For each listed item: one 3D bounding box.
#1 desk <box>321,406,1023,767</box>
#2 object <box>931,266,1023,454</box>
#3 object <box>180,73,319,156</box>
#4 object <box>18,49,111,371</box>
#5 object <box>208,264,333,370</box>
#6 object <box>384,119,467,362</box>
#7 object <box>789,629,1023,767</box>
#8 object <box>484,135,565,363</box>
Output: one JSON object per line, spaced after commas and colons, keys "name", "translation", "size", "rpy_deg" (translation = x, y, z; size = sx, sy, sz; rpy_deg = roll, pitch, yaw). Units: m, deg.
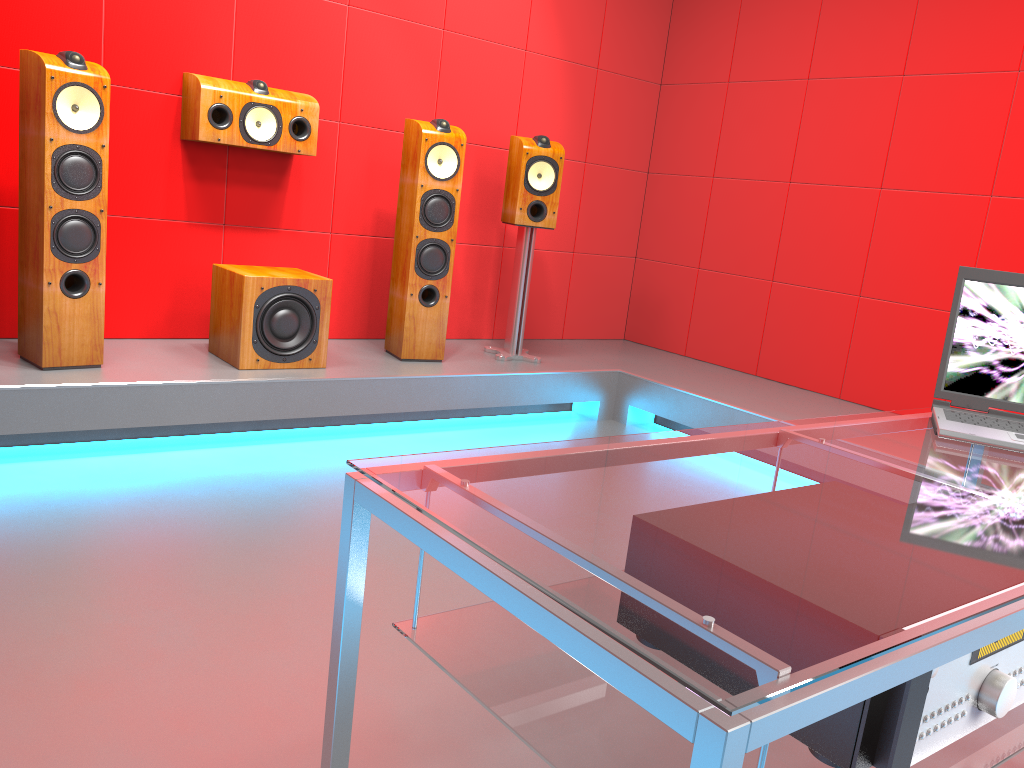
{"name": "desk", "translation": [0.531, 0.462, 1.312], "size": [1.617, 0.690, 0.594], "rpy_deg": [-2, 15, -38]}
{"name": "object", "translation": [0.943, -0.036, 1.537], "size": [0.342, 0.285, 0.340], "rpy_deg": [11, 12, 21]}
{"name": "object", "translation": [-1.074, -1.111, 3.655], "size": [0.493, 0.271, 0.235], "rpy_deg": [-2, 15, -38]}
{"name": "object", "translation": [-1.535, -0.586, 3.034], "size": [0.238, 1.052, 0.203], "rpy_deg": [17, 15, 41]}
{"name": "object", "translation": [-0.973, -0.272, 3.564], "size": [0.360, 0.360, 0.360], "rpy_deg": [-2, 15, -38]}
{"name": "object", "translation": [-0.387, -0.635, 3.944], "size": [0.203, 1.052, 0.238], "rpy_deg": [1, 13, -28]}
{"name": "object", "translation": [0.419, 0.276, 1.083], "size": [0.431, 0.158, 0.371], "rpy_deg": [-2, 15, -38]}
{"name": "object", "translation": [0.062, -0.649, 4.260], "size": [0.231, 1.058, 0.265], "rpy_deg": [3, 12, -18]}
